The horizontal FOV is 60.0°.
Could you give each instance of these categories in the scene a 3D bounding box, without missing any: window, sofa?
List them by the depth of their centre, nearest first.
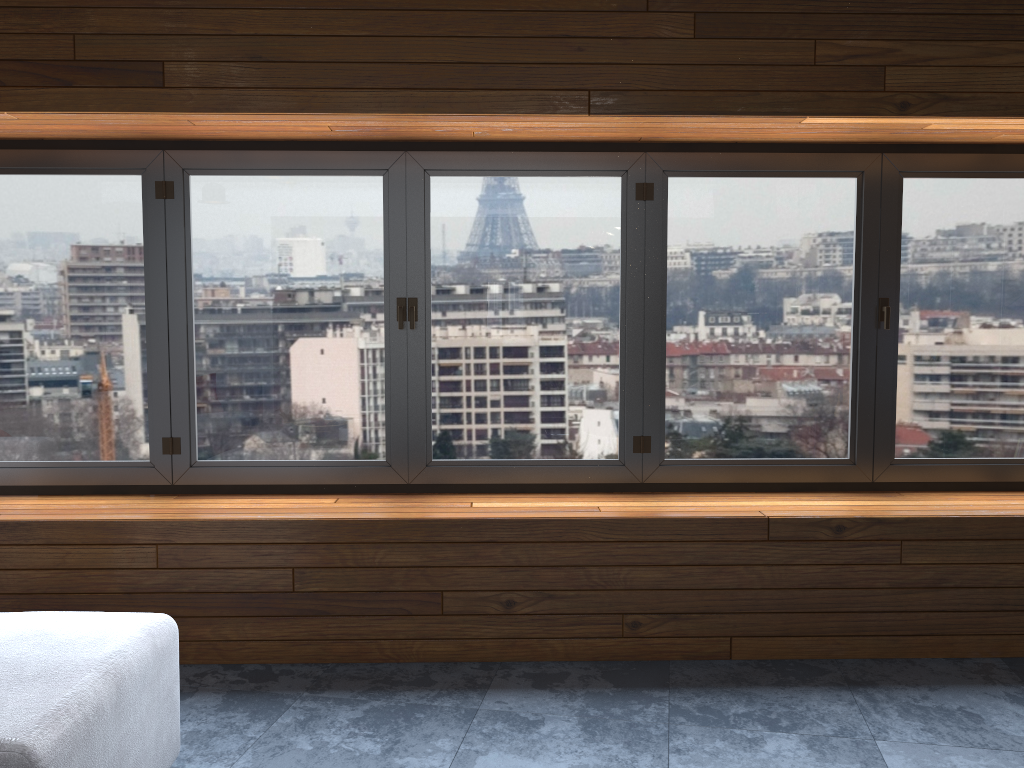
[{"bbox_3d":[-1.986,0.819,1.138,2.204,0.693,4.035,0,4,-1],"label":"sofa"},{"bbox_3d":[-0.424,-0.260,3.592,5.936,1.521,0.101,0,4,-1],"label":"window"}]
